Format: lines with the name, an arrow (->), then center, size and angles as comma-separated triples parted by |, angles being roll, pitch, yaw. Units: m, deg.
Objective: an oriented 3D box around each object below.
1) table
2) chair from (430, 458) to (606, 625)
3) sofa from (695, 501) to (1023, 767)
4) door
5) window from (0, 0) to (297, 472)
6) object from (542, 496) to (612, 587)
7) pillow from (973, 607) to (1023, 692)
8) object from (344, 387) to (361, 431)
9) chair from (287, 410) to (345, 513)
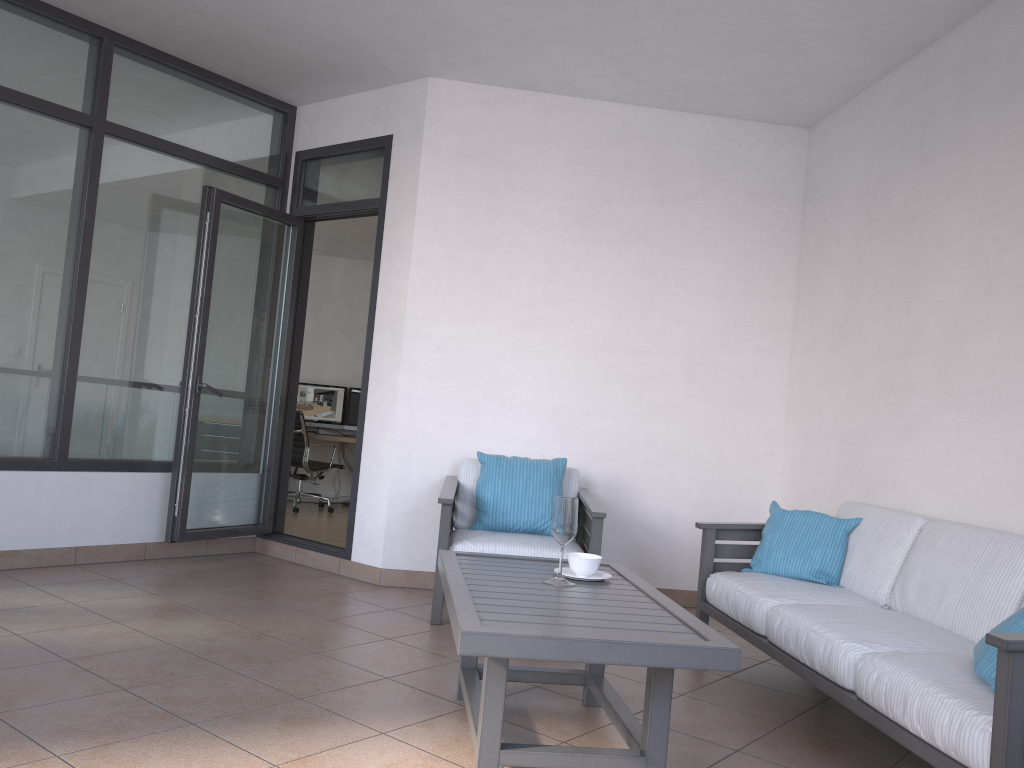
table -> 0.127, 0.884, 2.798 | 0.710, 0.473, 1.260 | 6, -2, -7
chair -> 0.017, 0.799, 4.570 | 0.797, 0.765, 0.807 | 5, -2, -2
sofa -> 1.372, 0.866, 3.132 | 0.807, 0.765, 2.161 | 6, -2, -7
door -> -1.347, -0.273, 5.211 | 0.905, 2.500, 0.924 | 3, -3, 38
window -> -3.115, -0.844, 3.845 | 0.170, 2.402, 5.002 | 3, -3, 38
object -> 0.214, 0.527, 3.054 | 0.203, 0.284, 0.337 | 3, -3, 44
pillow -> 1.445, 0.673, 2.382 | 0.377, 0.370, 0.543 | 4, -3, 33
object -> -1.443, 0.334, 9.660 | 0.716, 0.535, 0.190 | 5, -2, -2
chair -> -2.111, 0.767, 8.975 | 0.664, 0.991, 0.699 | 3, -3, 44
